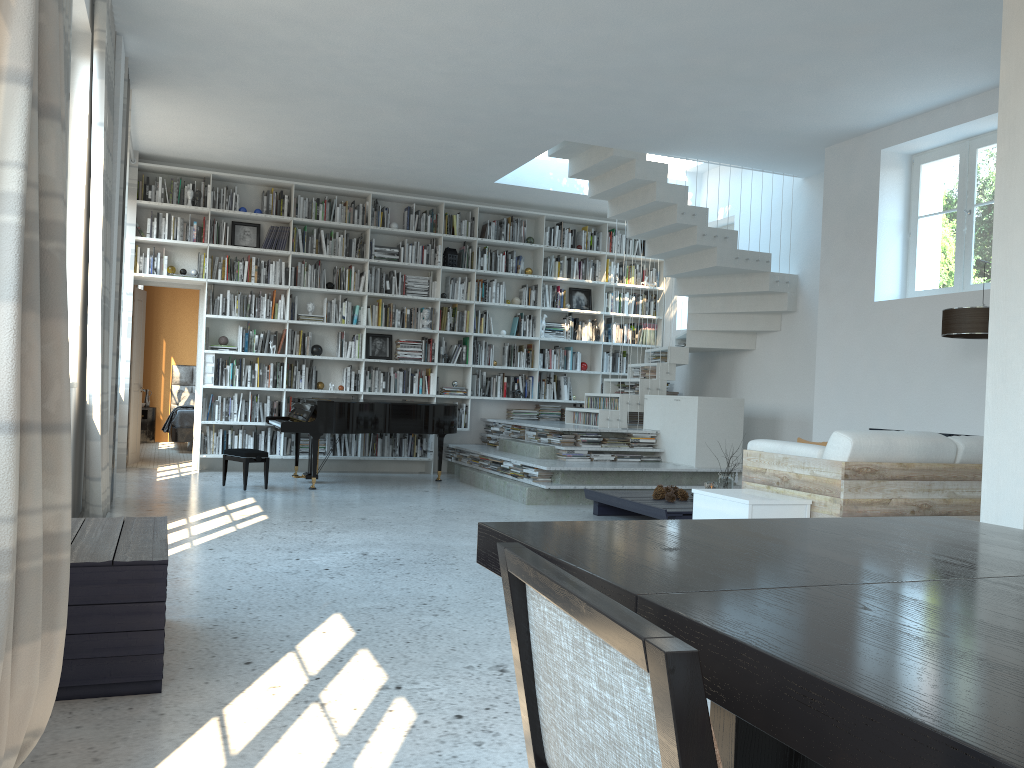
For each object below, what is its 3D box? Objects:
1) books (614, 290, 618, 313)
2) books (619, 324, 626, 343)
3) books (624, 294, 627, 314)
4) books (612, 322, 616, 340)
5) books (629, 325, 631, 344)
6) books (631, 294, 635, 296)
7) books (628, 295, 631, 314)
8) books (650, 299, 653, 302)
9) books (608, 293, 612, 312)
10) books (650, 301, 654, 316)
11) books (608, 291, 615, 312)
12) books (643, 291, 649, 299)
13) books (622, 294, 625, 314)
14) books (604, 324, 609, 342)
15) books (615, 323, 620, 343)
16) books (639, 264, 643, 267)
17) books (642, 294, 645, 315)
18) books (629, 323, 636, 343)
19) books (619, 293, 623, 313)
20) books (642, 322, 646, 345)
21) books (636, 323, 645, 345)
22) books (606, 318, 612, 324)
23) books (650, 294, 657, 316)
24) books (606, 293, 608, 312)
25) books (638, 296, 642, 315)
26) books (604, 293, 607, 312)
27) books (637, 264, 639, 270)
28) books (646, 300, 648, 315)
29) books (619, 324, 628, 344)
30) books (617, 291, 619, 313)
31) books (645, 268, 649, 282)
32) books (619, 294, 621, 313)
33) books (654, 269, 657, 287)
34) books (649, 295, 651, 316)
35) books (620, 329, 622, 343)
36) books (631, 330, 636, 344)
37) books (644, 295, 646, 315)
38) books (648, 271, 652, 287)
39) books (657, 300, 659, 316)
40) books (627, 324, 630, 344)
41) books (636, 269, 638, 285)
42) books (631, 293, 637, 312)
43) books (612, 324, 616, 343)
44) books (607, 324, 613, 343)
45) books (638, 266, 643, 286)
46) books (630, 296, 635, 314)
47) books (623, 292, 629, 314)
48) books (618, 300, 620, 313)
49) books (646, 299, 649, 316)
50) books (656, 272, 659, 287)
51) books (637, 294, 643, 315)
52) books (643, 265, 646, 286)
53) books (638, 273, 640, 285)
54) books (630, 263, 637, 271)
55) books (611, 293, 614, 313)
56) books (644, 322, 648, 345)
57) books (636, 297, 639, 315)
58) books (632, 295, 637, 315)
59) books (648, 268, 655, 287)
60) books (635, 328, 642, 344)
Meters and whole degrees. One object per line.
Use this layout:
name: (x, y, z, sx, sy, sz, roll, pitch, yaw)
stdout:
books: (1.275, -1.023, 11.159, 0.022, 0.297, 0.162, 2, 0, -21)
books: (1.383, -0.624, 11.195, 0.022, 0.247, 0.181, 2, 0, -21)
books: (1.394, -1.000, 11.191, 0.022, 0.262, 0.172, 2, 0, -21)
books: (1.260, -0.639, 11.154, 0.022, 0.265, 0.157, 2, 0, -21)
books: (1.457, -0.621, 11.247, 0.025, 0.249, 0.133, 2, 0, -21)
books: (1.527, -0.999, 11.274, 0.010, 0.273, 0.130, 2, 0, -21)
books: (1.457, -0.993, 11.237, 0.012, 0.254, 0.161, 2, 0, -21)
books: (1.759, -0.966, 11.370, 0.024, 0.230, 0.131, 2, 0, -21)
books: (1.188, -1.003, 11.101, 0.023, 0.247, 0.182, 2, 0, -21)
books: (1.746, -0.950, 11.328, 0.029, 0.195, 0.192, 2, 0, -21)
books: (1.242, -1.019, 11.119, 0.014, 0.285, 0.185, 2, 0, -21)
books: (1.709, -1.019, 11.339, 0.013, 0.330, 0.140, 2, 0, -21)
books: (1.371, -0.999, 11.185, 0.024, 0.259, 0.156, 2, 0, -21)
books: (1.156, -0.629, 11.132, 0.066, 0.236, 0.144, 2, 0, -21)
books: (1.301, -0.635, 11.157, 0.056, 0.261, 0.176, 2, 0, -21)
books: (1.624, -1.372, 11.298, 0.011, 0.294, 0.151, 2, 0, -21)
books: (1.630, -0.996, 11.287, 0.013, 0.277, 0.188, 2, 0, -21)
books: (1.520, -0.633, 11.261, 0.026, 0.278, 0.170, 2, 0, -21)
books: (1.345, -1.006, 11.185, 0.025, 0.271, 0.152, 2, 0, -21)
books: (1.651, -0.635, 11.302, 0.033, 0.294, 0.169, 2, 0, -21)
books: (1.616, -0.634, 11.288, 0.072, 0.291, 0.169, 2, 0, -21)
books: (1.218, -0.669, 11.146, 0.012, 0.322, 0.141, 2, 0, -21)
books: (1.798, -0.996, 11.353, 0.042, 0.292, 0.186, 2, 0, -21)
books: (1.155, -1.005, 11.118, 0.026, 0.250, 0.160, 2, 0, -21)
books: (1.596, -0.985, 11.287, 0.025, 0.252, 0.160, 2, 0, -21)
books: (1.142, -1.008, 11.099, 0.012, 0.254, 0.161, 2, 0, -21)
books: (1.556, -1.369, 11.269, 0.024, 0.281, 0.153, 2, 0, -21)
books: (1.675, -0.961, 11.300, 0.025, 0.211, 0.188, 2, 0, -21)
books: (1.403, -0.629, 11.214, 0.029, 0.259, 0.171, 2, 0, -21)
books: (1.295, -1.020, 11.155, 0.012, 0.293, 0.165, 2, 0, -21)
books: (1.689, -1.349, 11.308, 0.070, 0.254, 0.154, 2, 0, -21)
books: (1.331, -1.002, 11.170, 0.013, 0.260, 0.158, 2, 0, -21)
books: (1.806, -1.339, 11.362, 0.040, 0.246, 0.160, 2, 0, -21)
books: (1.723, -0.994, 11.336, 0.013, 0.283, 0.149, 2, 0, -21)
books: (1.335, -0.597, 11.172, 0.023, 0.189, 0.169, 2, 0, -21)
books: (1.505, -0.585, 11.227, 0.024, 0.181, 0.191, 2, 0, -21)
books: (1.651, -0.990, 11.292, 0.028, 0.268, 0.173, 2, 0, -21)
books: (1.731, -1.326, 11.323, 0.023, 0.213, 0.180, 2, 0, -21)
books: (1.825, -0.958, 11.366, 0.021, 0.219, 0.184, 2, 0, -21)
books: (1.441, -0.624, 11.237, 0.012, 0.254, 0.161, 2, 0, -21)
books: (1.546, -1.335, 11.239, 0.013, 0.213, 0.186, 2, 0, -21)
books: (1.545, -1.007, 11.277, 0.024, 0.292, 0.132, 2, 0, -21)
books: (1.242, -0.630, 11.135, 0.026, 0.245, 0.180, 2, 0, -21)
books: (1.207, -0.630, 11.122, 0.022, 0.243, 0.170, 2, 0, -21)
books: (1.616, -1.356, 11.272, 0.022, 0.261, 0.160, 2, 0, -21)
books: (1.491, -0.987, 11.228, 0.045, 0.245, 0.177, 2, 0, -21)
books: (1.417, -1.009, 11.205, 0.030, 0.284, 0.166, 2, 0, -21)
books: (1.306, -0.963, 11.175, 0.027, 0.179, 0.157, 2, 0, -21)
books: (1.695, -0.964, 11.318, 0.025, 0.220, 0.177, 2, 0, -21)
books: (1.835, -1.323, 11.354, 0.011, 0.216, 0.170, 2, 0, -21)
books: (1.618, -0.999, 11.285, 0.012, 0.283, 0.151, 2, 0, -21)
books: (1.644, -1.367, 11.294, 0.023, 0.287, 0.163, 2, 0, -21)
books: (1.581, -1.318, 11.280, 0.034, 0.183, 0.156, 2, 0, -21)
books: (1.532, -1.377, 11.247, 0.010, 0.295, 0.165, 2, 0, -21)
books: (1.217, -1.005, 11.124, 0.026, 0.256, 0.173, 2, 0, -21)
books: (1.679, -0.634, 11.298, 0.018, 0.293, 0.169, 2, 0, -21)
books: (1.567, -0.979, 11.287, 0.028, 0.237, 0.145, 2, 0, -21)
books: (1.520, -0.992, 11.246, 0.023, 0.258, 0.184, 2, 0, -21)
books: (1.774, -1.347, 11.349, 0.029, 0.258, 0.163, 2, 0, -21)
books: (1.577, -0.596, 11.272, 0.088, 0.217, 0.167, 2, 0, -21)
